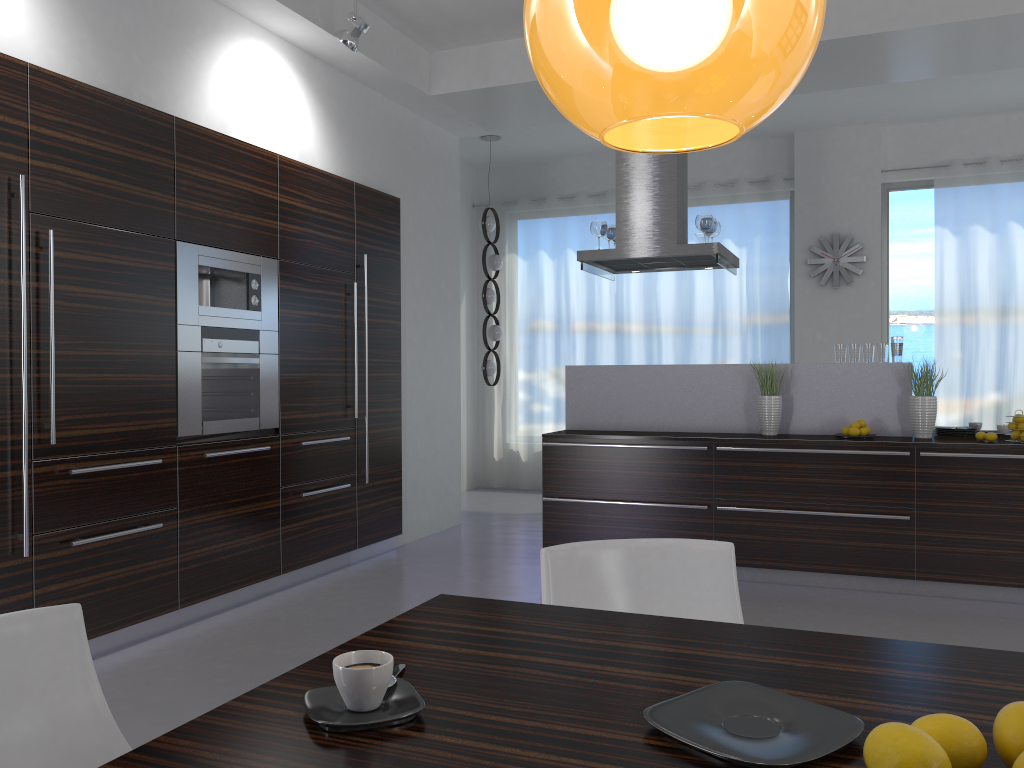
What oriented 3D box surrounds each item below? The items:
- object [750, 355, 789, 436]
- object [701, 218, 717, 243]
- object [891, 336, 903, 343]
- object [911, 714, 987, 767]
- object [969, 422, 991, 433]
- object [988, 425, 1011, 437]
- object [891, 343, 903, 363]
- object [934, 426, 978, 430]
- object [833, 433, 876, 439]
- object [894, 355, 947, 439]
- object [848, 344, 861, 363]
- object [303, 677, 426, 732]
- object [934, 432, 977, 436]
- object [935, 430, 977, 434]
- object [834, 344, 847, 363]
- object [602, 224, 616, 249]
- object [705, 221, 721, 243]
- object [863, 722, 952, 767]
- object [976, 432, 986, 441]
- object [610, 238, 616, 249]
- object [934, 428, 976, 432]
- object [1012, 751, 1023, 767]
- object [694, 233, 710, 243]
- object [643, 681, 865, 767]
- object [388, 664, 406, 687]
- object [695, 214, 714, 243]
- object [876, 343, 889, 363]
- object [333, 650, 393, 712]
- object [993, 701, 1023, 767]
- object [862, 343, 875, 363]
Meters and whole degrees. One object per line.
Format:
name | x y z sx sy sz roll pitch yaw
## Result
object | 1.588 0.067 5.499 0.269 0.502 0.247 0 1 23
object | 1.371 -1.044 6.196 0.125 0.221 0.125 -1 1 -43
object | 2.344 -0.229 5.399 0.071 0.119 0.072 -1 1 -28
object | 0.488 0.408 0.999 0.083 0.068 0.070 0 1 26
object | 2.940 0.279 5.627 0.153 0.069 0.153 -1 1 -34
object | 2.971 0.281 5.356 0.153 0.069 0.153 0 1 -4
object | 2.344 -0.190 5.400 0.071 0.119 0.072 -1 1 -28
object | 2.594 0.211 5.585 0.269 0.147 0.646 -1 1 -43
object | 2.029 0.309 5.252 0.232 0.020 0.232 0 1 31
object | 2.419 0.067 5.183 0.269 0.502 0.247 -1 1 -25
object | 2.120 -0.190 5.492 0.071 0.119 0.072 -1 1 -28
object | -0.201 0.435 1.199 0.154 0.020 0.154 -1 1 -22
object | 2.722 0.306 5.447 0.232 0.020 0.232 0 1 31
object | 2.722 0.296 5.447 0.232 0.020 0.232 0 1 31
object | 2.046 -0.189 5.523 0.072 0.119 0.071 0 1 -18
object | 0.705 -1.043 6.445 0.125 0.221 0.125 -1 1 -43
object | 1.428 -1.046 6.331 0.125 0.221 0.125 -1 1 -43
object | 0.421 0.404 0.946 0.079 0.077 0.094 0 1 -4
object | 2.634 0.293 4.974 0.053 0.051 0.063 0 1 -9
object | 0.764 -1.045 6.592 0.125 0.221 0.125 -1 1 -43
object | 2.722 0.286 5.447 0.232 0.020 0.232 0 1 26
object | 0.561 0.407 0.918 0.081 0.071 0.069 0 1 -1
object | 1.420 -1.025 6.574 0.137 0.174 0.137 0 1 -13
object | 0.305 0.434 1.128 0.232 0.020 0.232 -1 1 -39
object | -0.177 0.426 1.310 0.032 0.028 0.155 0 1 3
object | 1.312 -1.042 6.049 0.125 0.221 0.125 -1 1 -43
object | 2.270 -0.190 5.431 0.071 0.119 0.072 -1 1 -28
object | -0.207 0.404 1.206 0.081 0.064 0.101 -1 1 -42
object | 0.584 0.401 0.998 0.076 0.080 0.094 0 1 24
object | 2.195 -0.190 5.461 0.071 0.119 0.072 -1 1 -28
